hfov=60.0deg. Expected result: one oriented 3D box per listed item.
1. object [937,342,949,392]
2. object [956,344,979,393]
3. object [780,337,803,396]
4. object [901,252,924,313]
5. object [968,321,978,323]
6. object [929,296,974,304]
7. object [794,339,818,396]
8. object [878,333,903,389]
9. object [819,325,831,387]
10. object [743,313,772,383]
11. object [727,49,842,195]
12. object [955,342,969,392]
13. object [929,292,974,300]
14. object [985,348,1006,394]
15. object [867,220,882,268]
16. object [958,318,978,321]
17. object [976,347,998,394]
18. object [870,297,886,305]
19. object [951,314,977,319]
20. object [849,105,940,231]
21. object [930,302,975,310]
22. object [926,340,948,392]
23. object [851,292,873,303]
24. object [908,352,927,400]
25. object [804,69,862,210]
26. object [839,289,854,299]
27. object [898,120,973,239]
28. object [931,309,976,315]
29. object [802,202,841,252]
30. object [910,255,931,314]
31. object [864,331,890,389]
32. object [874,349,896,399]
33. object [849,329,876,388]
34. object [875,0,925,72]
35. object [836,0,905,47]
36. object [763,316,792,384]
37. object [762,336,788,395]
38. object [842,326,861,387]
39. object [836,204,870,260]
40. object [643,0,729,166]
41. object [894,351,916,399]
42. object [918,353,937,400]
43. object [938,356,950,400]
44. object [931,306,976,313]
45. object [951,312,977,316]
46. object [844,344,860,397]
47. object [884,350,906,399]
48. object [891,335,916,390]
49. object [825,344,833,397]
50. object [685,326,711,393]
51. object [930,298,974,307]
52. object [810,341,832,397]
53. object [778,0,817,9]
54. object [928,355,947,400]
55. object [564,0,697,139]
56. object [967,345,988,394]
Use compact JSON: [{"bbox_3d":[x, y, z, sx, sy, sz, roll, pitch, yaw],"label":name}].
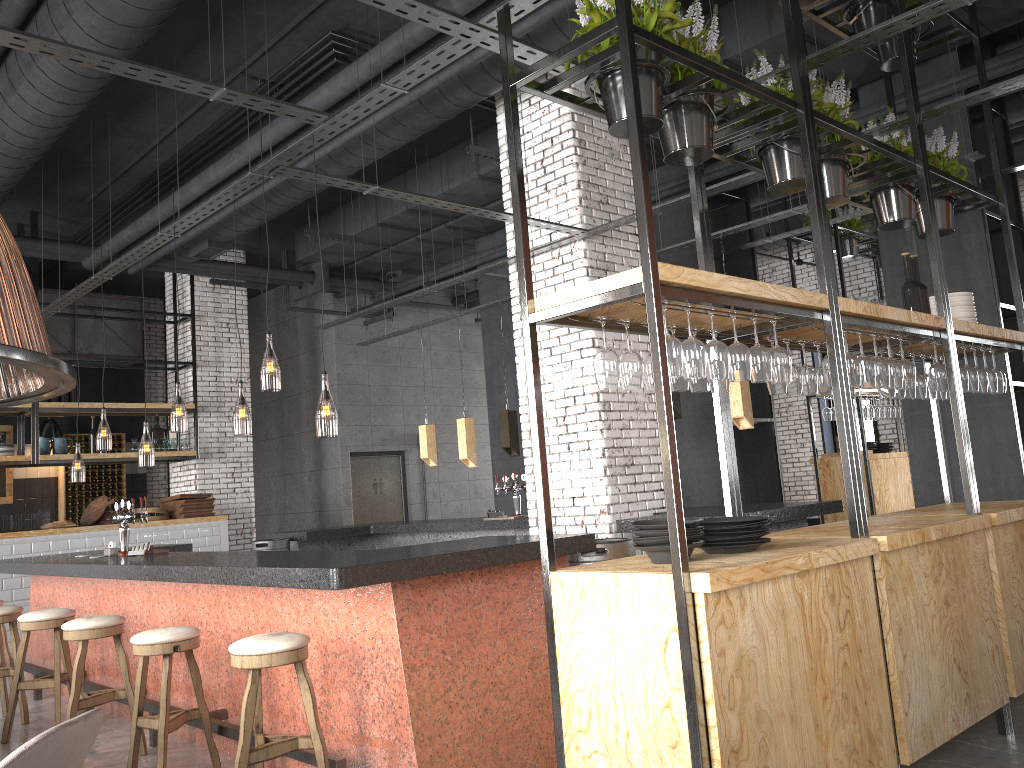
[{"bbox_3d":[2.345,-0.094,4.779,0.101,0.268,0.100,-4,-8,-7],"label":"object"},{"bbox_3d":[2.554,-0.087,4.974,0.101,0.268,0.100,-6,-8,10],"label":"object"},{"bbox_3d":[1.322,-0.082,4.209,0.101,0.268,0.100,0,-9,-29],"label":"object"},{"bbox_3d":[2.277,-0.516,5.055,0.098,0.472,0.098,-6,-8,9],"label":"object"},{"bbox_3d":[2.623,-0.331,5.342,0.334,0.037,0.334,-6,-7,13],"label":"object"},{"bbox_3d":[2.611,-0.482,5.362,0.334,0.039,0.334,-7,-7,21],"label":"object"},{"bbox_3d":[1.429,-0.078,4.310,0.101,0.268,0.100,0,-9,-29],"label":"object"},{"bbox_3d":[1.839,-0.111,4.306,0.101,0.268,0.100,0,-9,-29],"label":"object"},{"bbox_3d":[1.415,-0.125,3.910,0.101,0.268,0.100,0,-9,-29],"label":"object"},{"bbox_3d":[0.967,-0.141,3.491,0.101,0.268,0.100,-6,-8,10],"label":"object"},{"bbox_3d":[1.320,-1.226,4.326,0.467,0.560,0.415,-4,-8,-4],"label":"object"},{"bbox_3d":[2.446,-0.090,4.874,0.101,0.268,0.100,-6,-8,10],"label":"object"},{"bbox_3d":[2.609,-0.501,5.366,0.334,0.039,0.334,-7,-7,20],"label":"object"},{"bbox_3d":[2.876,-0.076,5.276,0.101,0.268,0.100,-6,-8,10],"label":"object"},{"bbox_3d":[4.794,-1.784,11.396,0.416,0.560,0.466,1,-9,-33],"label":"object"},{"bbox_3d":[2.621,-0.351,5.344,0.334,0.040,0.334,-6,-7,10],"label":"object"},{"bbox_3d":[2.769,-0.079,5.175,0.101,0.268,0.100,-6,-8,10],"label":"object"},{"bbox_3d":[4.462,-0.680,10.936,0.416,0.560,0.466,-5,-8,3],"label":"object"},{"bbox_3d":[2.619,-0.370,5.347,0.334,0.039,0.334,-6,-7,13],"label":"object"},{"bbox_3d":[2.200,-1.193,5.172,0.467,0.560,0.415,1,-9,-35],"label":"object"},{"bbox_3d":[2.613,-0.443,5.358,0.334,0.041,0.334,-6,-7,16],"label":"object"},{"bbox_3d":[2.252,-0.097,4.692,0.101,0.268,0.100,-4,-8,-7],"label":"object"},{"bbox_3d":[4.117,-0.693,10.603,0.415,0.560,0.467,-11,-10,41],"label":"object"},{"bbox_3d":[2.359,-0.047,5.180,0.101,0.268,0.100,-6,-8,10],"label":"object"},{"bbox_3d":[1.618,-1.211,4.644,0.416,0.560,0.466,-6,-8,14],"label":"object"},{"bbox_3d":[3.775,-0.711,10.233,0.467,0.560,0.415,-6,-8,12],"label":"object"},{"bbox_3d":[2.568,-1.189,5.446,0.415,0.560,0.467,-11,-10,40],"label":"object"},{"bbox_3d":[2.617,-0.404,5.352,0.334,0.039,0.334,0,-8,-35],"label":"object"},{"bbox_3d":[3.652,-1.813,10.412,0.416,0.560,0.466,-7,-8,21],"label":"object"},{"bbox_3d":[2.355,-0.513,5.129,0.098,0.472,0.098,-6,-8,9],"label":"object"},{"bbox_3d":[1.731,-0.115,4.205,0.101,0.268,0.100,0,-9,-29],"label":"object"},{"bbox_3d":[2.057,-0.057,4.897,0.101,0.268,0.100,-4,-8,-7],"label":"object"},{"bbox_3d":[1.624,-0.118,4.105,0.101,0.268,0.100,0,-9,-29],"label":"object"},{"bbox_3d":[2.407,-2.292,5.615,0.416,0.560,0.466,-2,-8,-19],"label":"object"},{"bbox_3d":[2.126,-2.312,5.263,0.416,0.560,0.466,-7,-8,19],"label":"object"},{"bbox_3d":[1.075,-0.137,3.591,0.101,0.268,0.100,-3,-8,-12],"label":"object"},{"bbox_3d":[1.221,-0.085,4.115,0.101,0.268,0.100,0,-9,-29],"label":"object"},{"bbox_3d":[1.516,-0.122,4.004,0.101,0.268,0.100,0,-9,-29],"label":"object"},{"bbox_3d":[4.057,-1.805,10.743,0.467,0.560,0.415,-5,-8,5],"label":"object"},{"bbox_3d":[0.725,-1.241,3.812,0.416,0.560,0.466,-8,-8,23],"label":"object"},{"bbox_3d":[2.252,-0.050,5.079,0.101,0.268,0.100,-6,-8,10],"label":"object"},{"bbox_3d":[2.467,-0.043,5.280,0.101,0.268,0.100,-6,-8,10],"label":"object"},{"bbox_3d":[2.682,-0.036,5.481,0.101,0.268,0.100,-6,-8,10],"label":"object"},{"bbox_3d":[2.615,-0.424,5.354,0.334,0.043,0.334,-8,-8,30],"label":"object"},{"bbox_3d":[2.618,-0.389,5.349,0.335,0.040,0.333,-2,-7,-21],"label":"object"},{"bbox_3d":[1.752,-0.067,4.612,0.101,0.268,0.100,0,-9,-29],"label":"object"},{"bbox_3d":[2.151,-0.054,4.985,0.101,0.268,0.100,-4,-8,-7],"label":"object"},{"bbox_3d":[1.946,-0.107,4.406,0.101,0.268,0.100,0,-9,-29],"label":"object"},{"bbox_3d":[1.644,-0.071,4.511,0.101,0.268,0.100,0,-9,-29],"label":"object"},{"bbox_3d":[0.773,-0.101,3.696,0.101,0.268,0.100,-6,-8,10],"label":"object"},{"bbox_3d":[2.611,-0.462,5.360,0.334,0.044,0.334,-7,-7,17],"label":"object"},{"bbox_3d":[1.537,-0.075,4.410,0.101,0.268,0.100,0,-9,-29],"label":"object"},{"bbox_3d":[1.504,-2.324,4.755,0.466,0.560,0.416,-11,-10,40],"label":"object"},{"bbox_3d":[2.574,-0.039,5.381,0.101,0.268,0.100,-6,-8,10],"label":"object"},{"bbox_3d":[0.458,-1.263,3.452,0.467,0.560,0.415,-4,-8,-3],"label":"object"},{"bbox_3d":[2.661,-0.083,5.075,0.101,0.268,0.100,-6,-8,10],"label":"object"}]
